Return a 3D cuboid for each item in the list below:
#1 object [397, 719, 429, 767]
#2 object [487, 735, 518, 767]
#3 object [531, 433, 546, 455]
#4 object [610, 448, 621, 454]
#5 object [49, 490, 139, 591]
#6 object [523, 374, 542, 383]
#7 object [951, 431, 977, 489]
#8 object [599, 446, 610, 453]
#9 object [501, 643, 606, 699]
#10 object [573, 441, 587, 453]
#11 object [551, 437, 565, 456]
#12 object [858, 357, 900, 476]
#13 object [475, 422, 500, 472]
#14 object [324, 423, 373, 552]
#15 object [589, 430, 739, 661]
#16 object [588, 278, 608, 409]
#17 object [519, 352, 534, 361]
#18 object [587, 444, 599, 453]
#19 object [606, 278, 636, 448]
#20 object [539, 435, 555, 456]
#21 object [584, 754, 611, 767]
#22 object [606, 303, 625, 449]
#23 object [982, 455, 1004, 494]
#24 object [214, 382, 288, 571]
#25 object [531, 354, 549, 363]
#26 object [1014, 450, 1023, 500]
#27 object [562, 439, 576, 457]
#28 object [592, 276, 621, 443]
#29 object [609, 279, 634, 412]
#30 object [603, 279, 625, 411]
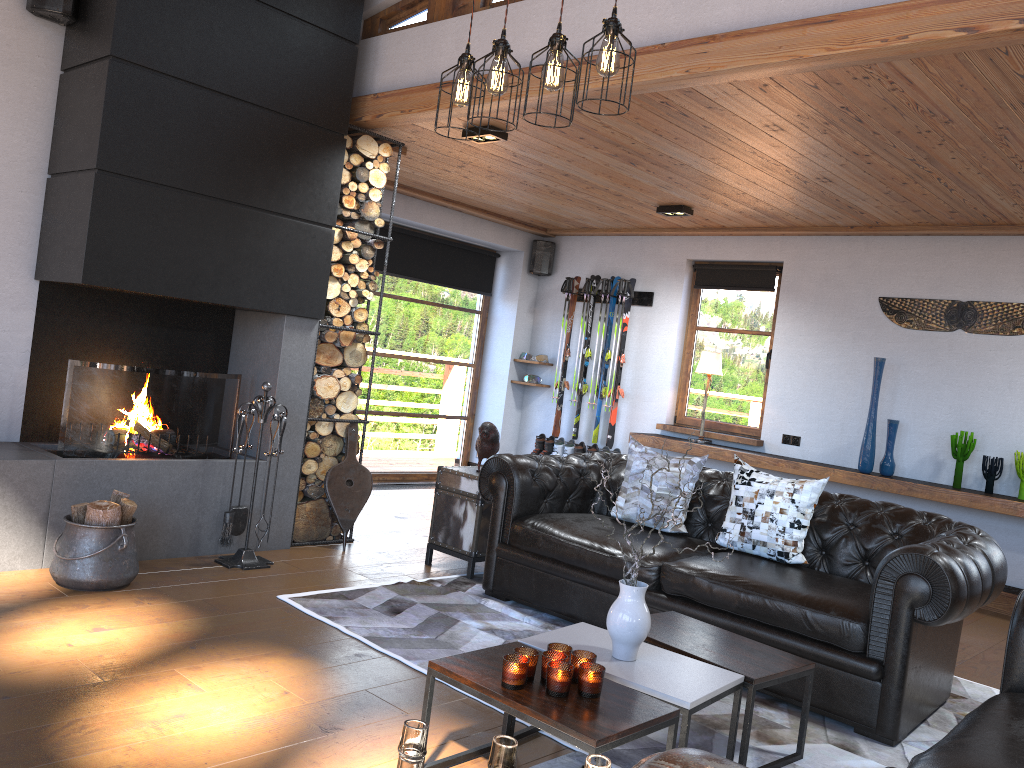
[{"bbox_3d":[-0.120,0.506,0.955,0.088,0.286,0.086,7,1,-38],"label":"object"},{"bbox_3d":[-0.024,0.519,0.941,0.087,0.286,0.088,8,0,20],"label":"object"},{"bbox_3d":[0.264,0.624,8.768,0.115,0.270,0.254,8,1,33],"label":"object"},{"bbox_3d":[0.929,0.724,8.154,0.115,0.270,0.254,8,1,38],"label":"object"},{"bbox_3d":[-1.963,0.737,4.214,0.387,0.431,0.381,7,1,-21],"label":"object"},{"bbox_3d":[0.195,-0.057,9.104,0.189,0.084,0.350,7,1,-12],"label":"object"},{"bbox_3d":[3.168,0.536,6.261,0.158,0.410,0.147,7,0,11],"label":"object"},{"bbox_3d":[0.838,0.711,8.239,0.115,0.270,0.254,8,1,38],"label":"object"},{"bbox_3d":[0.109,0.848,2.643,0.303,0.081,0.245,7,1,-9],"label":"object"},{"bbox_3d":[0.615,0.677,8.437,0.254,0.270,0.115,7,1,-28],"label":"object"},{"bbox_3d":[0.437,0.650,8.606,0.254,0.270,0.115,7,1,-43],"label":"object"},{"bbox_3d":[2.754,0.244,6.579,0.274,0.862,0.111,7,0,-2],"label":"object"},{"bbox_3d":[-0.149,0.385,5.414,0.150,0.319,0.247,7,1,-6],"label":"object"},{"bbox_3d":[-1.043,0.640,5.618,0.261,0.795,0.270,8,1,26],"label":"object"},{"bbox_3d":[0.439,0.518,2.925,0.410,0.808,0.613,7,1,-37],"label":"object"},{"bbox_3d":[0.772,-0.387,8.400,0.121,1.249,0.059,7,0,-1],"label":"object"},{"bbox_3d":[0.165,-0.283,9.157,0.187,0.084,0.161,8,2,41],"label":"object"},{"bbox_3d":[0.735,0.694,8.372,0.254,0.270,0.115,7,1,-33],"label":"object"},{"bbox_3d":[1.050,-0.192,8.305,0.094,1.606,0.116,8,1,42],"label":"object"},{"bbox_3d":[0.348,0.636,8.688,0.254,0.270,0.115,7,1,-43],"label":"object"},{"bbox_3d":[0.072,0.532,0.921,0.087,0.286,0.088,8,0,19],"label":"object"},{"bbox_3d":[0.986,-0.188,8.378,0.094,1.606,0.116,8,1,42],"label":"object"},{"bbox_3d":[3.332,0.634,6.171,0.129,0.260,0.124,7,1,12],"label":"object"},{"bbox_3d":[-1.417,0.491,4.904,0.308,1.017,0.307,7,0,-2],"label":"object"},{"bbox_3d":[0.294,-0.263,9.038,0.158,0.084,0.191,8,2,41],"label":"object"},{"bbox_3d":[3.506,0.625,6.033,0.182,0.332,0.199,7,1,2],"label":"object"},{"bbox_3d":[0.535,0.664,8.537,0.254,0.270,0.115,7,1,-43],"label":"object"},{"bbox_3d":[0.922,-0.230,8.501,0.072,1.622,0.112,8,1,42],"label":"object"},{"bbox_3d":[1.018,-0.352,8.279,0.121,1.249,0.059,7,0,4],"label":"object"},{"bbox_3d":[0.916,-0.365,8.248,0.120,1.249,0.059,7,0,9],"label":"object"}]
